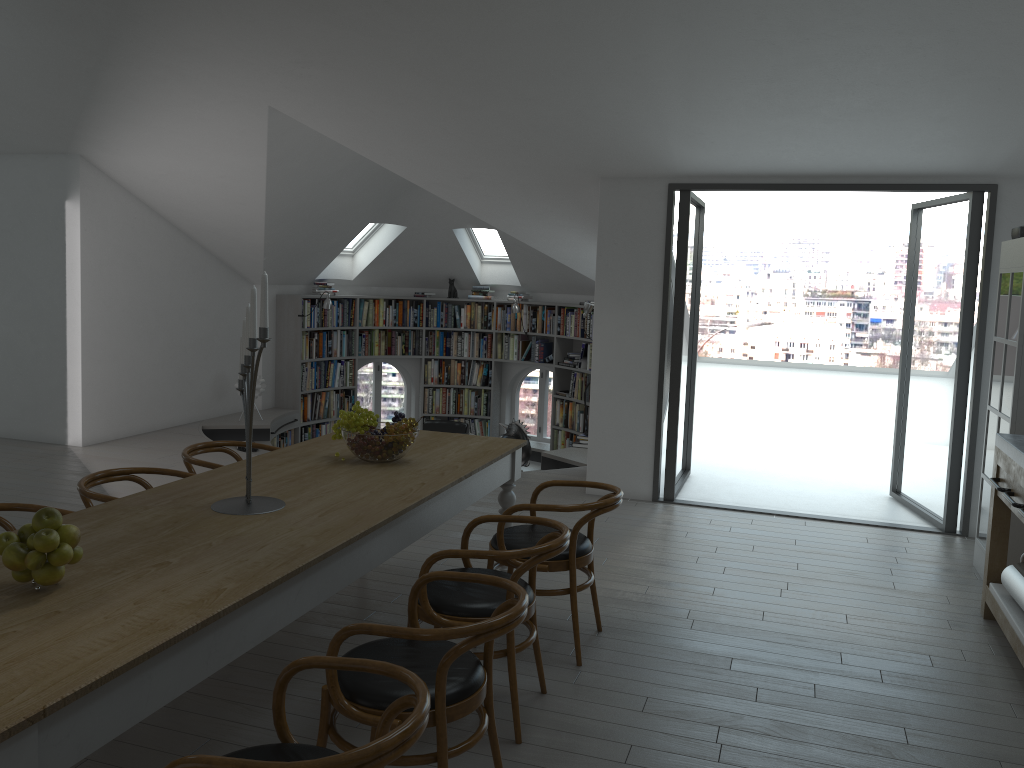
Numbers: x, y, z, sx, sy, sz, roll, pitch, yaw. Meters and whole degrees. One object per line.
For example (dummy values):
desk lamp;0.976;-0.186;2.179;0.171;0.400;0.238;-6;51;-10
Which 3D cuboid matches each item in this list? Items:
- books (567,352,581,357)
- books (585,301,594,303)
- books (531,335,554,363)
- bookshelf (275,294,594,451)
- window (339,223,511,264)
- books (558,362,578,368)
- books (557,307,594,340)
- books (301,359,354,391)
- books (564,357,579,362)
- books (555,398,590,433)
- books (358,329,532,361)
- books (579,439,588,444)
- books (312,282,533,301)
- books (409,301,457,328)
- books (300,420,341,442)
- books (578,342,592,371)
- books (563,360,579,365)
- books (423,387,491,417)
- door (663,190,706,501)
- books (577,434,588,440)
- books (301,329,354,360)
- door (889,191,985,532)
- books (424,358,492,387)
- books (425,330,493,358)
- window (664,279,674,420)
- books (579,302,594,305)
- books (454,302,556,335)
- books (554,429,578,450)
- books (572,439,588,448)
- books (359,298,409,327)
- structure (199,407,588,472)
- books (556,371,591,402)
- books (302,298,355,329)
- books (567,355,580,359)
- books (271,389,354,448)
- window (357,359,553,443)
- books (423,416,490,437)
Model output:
books;0.834;-0.366;11.068;0.269;0.031;0.286;2;7;-2
books;1.029;-0.988;10.717;0.233;0.027;0.248;1;7;-9
books;0.469;-0.438;11.383;0.399;0.340;0.224;7;7;38
bookshelf;-0.474;-0.090;11.009;4.335;1.875;2.113;4;7;18
window;-0.409;-1.849;10.850;4.057;0.711;1.937;4;7;18
books;0.830;-0.240;11.080;0.365;0.042;0.389;-2;8;-32
books;0.905;-0.750;10.831;0.306;0.366;0.972;-1;7;-28
books;-2.384;-0.123;11.049;0.261;0.358;1.021;6;8;35
books;0.832;-0.304;11.074;0.269;0.031;0.286;-1;7;-22
books;0.852;0.391;10.950;0.272;0.350;0.874;-1;7;-30
books;-0.887;-0.524;11.717;2.528;0.370;0.592;2;6;-1
books;0.835;0.566;8.995;0.286;0.034;0.305;3;7;8
books;-1.157;-1.210;11.537;2.814;0.173;0.750;1;7;-11
books;-1.076;-0.932;11.837;0.682;0.345;0.265;1;6;-5
books;-2.405;0.609;11.186;0.283;0.319;0.919;6;8;36
books;1.031;-0.333;10.643;0.256;0.350;0.555;-1;7;-25
books;0.831;-0.273;11.077;0.269;0.031;0.286;-3;9;-37
books;-0.692;0.222;11.921;1.031;0.356;0.293;2;6;3
door;1.406;-0.328;7.179;0.080;2.340;1.054;4;6;18
books;0.836;0.534;8.992;0.269;0.031;0.286;6;8;28
books;-2.391;-0.503;11.059;0.303;0.347;1.090;6;8;33
door;3.129;-0.195;6.595;0.080;2.340;1.054;2;6;3
books;-0.692;-0.162;11.885;0.997;0.350;0.298;2;6;2
books;-0.676;-0.543;11.892;1.028;0.358;0.301;3;6;4
window;1.299;-0.280;7.946;0.104;1.466;1.474;4;6;18
books;1.028;-0.960;10.719;0.316;0.036;0.337;0;7;-19
books;-0.024;-0.879;11.626;1.567;0.366;0.394;5;7;23
books;0.923;0.790;10.711;0.359;0.310;1.501;0;7;-20
books;0.833;0.603;8.998;0.366;0.042;0.389;4;7;18
books;-1.720;-0.939;11.612;0.793;0.372;0.269;-2;7;-28
structure;-0.932;0.814;9.773;4.710;0.691;4.723;-1;8;-27
books;0.898;0.022;10.836;0.252;0.351;0.976;-1;7;-29
books;-2.376;-0.885;11.002;0.301;0.360;1.034;6;8;34
books;0.833;-0.335;11.071;0.213;0.036;0.227;-1;7;-22
books;-2.543;0.448;10.876;0.391;0.693;1.644;5;7;28
window;-0.711;0.204;12.014;3.231;1.148;0.619;3;6;4
books;-0.723;0.583;11.950;1.019;0.305;0.288;2;6;3
